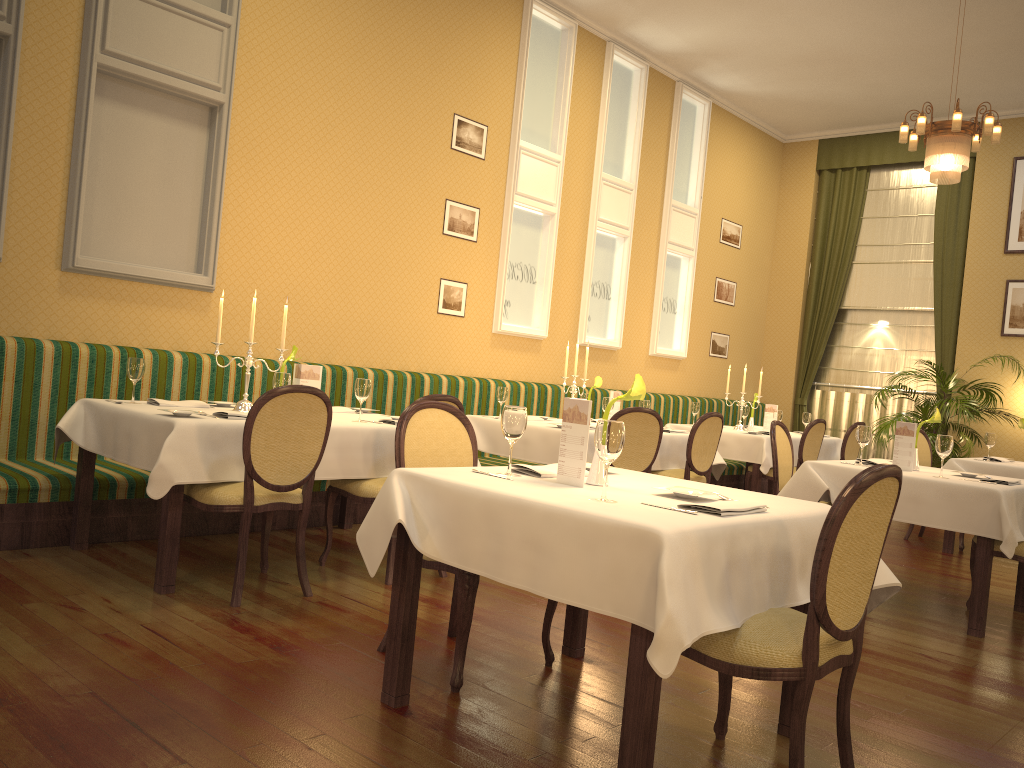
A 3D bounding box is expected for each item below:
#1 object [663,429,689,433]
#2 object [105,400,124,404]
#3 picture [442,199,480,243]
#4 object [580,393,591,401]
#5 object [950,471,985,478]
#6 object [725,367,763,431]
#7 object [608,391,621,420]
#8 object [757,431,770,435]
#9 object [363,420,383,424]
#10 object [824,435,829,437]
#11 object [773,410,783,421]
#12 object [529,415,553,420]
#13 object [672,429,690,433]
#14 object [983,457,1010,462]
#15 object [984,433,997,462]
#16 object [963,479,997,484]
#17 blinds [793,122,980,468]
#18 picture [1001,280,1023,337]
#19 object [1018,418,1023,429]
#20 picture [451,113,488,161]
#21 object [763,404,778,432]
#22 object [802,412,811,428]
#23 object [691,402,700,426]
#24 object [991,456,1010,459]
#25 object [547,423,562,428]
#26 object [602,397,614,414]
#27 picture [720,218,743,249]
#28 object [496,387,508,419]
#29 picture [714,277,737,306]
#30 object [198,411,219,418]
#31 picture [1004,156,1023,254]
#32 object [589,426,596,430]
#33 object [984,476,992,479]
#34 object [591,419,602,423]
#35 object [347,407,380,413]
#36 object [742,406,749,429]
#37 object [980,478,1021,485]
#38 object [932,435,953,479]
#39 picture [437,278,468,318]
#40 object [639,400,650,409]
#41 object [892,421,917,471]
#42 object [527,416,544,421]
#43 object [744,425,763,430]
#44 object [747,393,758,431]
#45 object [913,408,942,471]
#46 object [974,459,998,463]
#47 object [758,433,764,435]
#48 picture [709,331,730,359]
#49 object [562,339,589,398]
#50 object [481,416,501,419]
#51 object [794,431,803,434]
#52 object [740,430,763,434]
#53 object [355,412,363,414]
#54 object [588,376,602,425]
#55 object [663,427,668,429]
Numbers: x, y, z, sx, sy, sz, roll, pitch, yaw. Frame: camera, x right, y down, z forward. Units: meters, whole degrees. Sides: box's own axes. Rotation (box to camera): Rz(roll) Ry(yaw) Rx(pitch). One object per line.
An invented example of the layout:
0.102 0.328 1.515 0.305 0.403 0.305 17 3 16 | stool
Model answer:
1.236 0.364 6.860 0.142 0.024 0.273 6 1 42 | object
-1.968 0.085 4.392 0.181 0.015 0.038 6 1 44 | object
-0.422 -1.367 7.442 0.008 0.294 0.401 6 1 42 | picture
0.586 0.191 7.170 0.088 0.229 0.088 5 1 -6 | object
2.590 0.517 5.027 0.160 0.024 0.160 6 1 42 | object
2.218 0.123 8.523 0.131 0.655 0.390 5 1 -42 | object
0.791 0.193 6.845 0.081 0.277 0.166 6 1 4 | object
2.376 0.454 8.187 0.142 0.033 0.273 6 1 42 | object
-0.758 0.200 4.769 0.185 0.010 0.017 6 1 42 | object
3.051 0.515 8.853 0.142 0.024 0.273 6 1 42 | object
2.496 0.363 8.341 0.088 0.229 0.088 6 1 0 | object
0.238 0.265 6.855 0.160 0.024 0.160 6 1 42 | object
1.343 0.374 7.057 0.181 0.015 0.038 6 1 44 | object
3.995 0.623 7.309 0.142 0.033 0.273 6 1 42 | object
3.858 0.510 7.164 0.088 0.229 0.088 6 1 0 | object
2.481 0.516 4.727 0.185 0.010 0.017 6 1 42 | object
4.406 -0.885 10.655 1.934 4.537 0.225 6 1 42 | blinds
5.520 -0.814 9.546 0.412 0.619 0.022 6 1 42 | picture
4.157 0.466 7.149 0.076 0.375 0.163 5 1 -26 | object
-0.354 -2.069 7.433 0.008 0.294 0.401 6 1 42 | picture
2.527 0.338 8.771 0.081 0.277 0.166 5 1 -31 | object
2.864 0.395 8.643 0.088 0.229 0.088 6 1 0 | object
1.738 0.288 8.442 0.088 0.229 0.088 6 1 0 | object
4.153 0.638 7.529 0.160 0.024 0.160 6 1 42 | object
0.342 0.286 5.961 0.160 0.024 0.160 6 1 42 | object
0.682 0.211 6.348 0.088 0.229 0.088 6 1 0 | object
2.655 -1.817 10.737 0.008 0.294 0.504 6 1 42 | picture
-0.077 0.136 6.449 0.088 0.229 0.088 6 1 0 | object
2.586 -1.116 10.746 0.008 0.294 0.504 6 1 42 | picture
-1.407 0.143 4.113 0.181 0.015 0.038 6 1 44 | object
5.791 -1.915 9.378 0.966 1.057 0.027 6 1 42 | picture
0.561 0.302 6.194 0.142 0.033 0.273 6 1 42 | object
2.764 0.538 5.019 0.181 0.015 0.038 6 1 44 | object
0.723 0.304 7.315 0.142 0.033 0.273 6 1 42 | object
-0.936 0.167 5.538 0.160 0.024 0.160 6 1 42 | object
2.401 0.343 9.162 0.088 0.229 0.088 6 1 0 | object
2.658 0.527 4.822 0.142 0.024 0.273 6 1 42 | object
2.315 0.390 4.763 0.088 0.229 0.088 5 1 -6 | object
-0.497 -0.720 7.437 0.008 0.294 0.313 6 1 42 | picture
0.995 0.237 6.706 0.088 0.229 0.088 6 1 0 | object
2.240 0.356 5.106 0.081 0.277 0.166 6 1 -1 | object
0.098 0.252 6.574 0.142 0.033 0.273 6 1 42 | object
2.538 0.456 9.308 0.142 0.033 0.273 6 1 42 | object
2.396 0.274 8.797 0.076 0.375 0.163 6 1 29 | object
2.382 0.318 5.128 0.163 0.375 0.076 6 1 19 | object
3.797 0.615 7.098 0.185 0.010 0.017 6 1 44 | object
2.225 0.447 8.102 0.181 0.015 0.038 6 1 44 | object
2.514 -0.468 10.744 0.008 0.294 0.437 6 1 42 | picture
0.462 -0.023 6.584 0.131 0.655 0.390 5 1 -33 | object
-0.150 0.237 6.389 0.181 0.015 0.038 6 1 44 | object
2.984 0.505 9.058 0.160 0.024 0.160 6 1 42 | object
2.156 0.438 7.954 0.160 0.024 0.160 6 1 42 | object
-0.972 0.169 5.431 0.181 0.015 0.038 6 1 44 | object
0.606 0.125 6.734 0.076 0.375 0.163 5 1 -26 | object
1.169 0.353 7.065 0.160 0.024 0.160 6 1 42 | object
